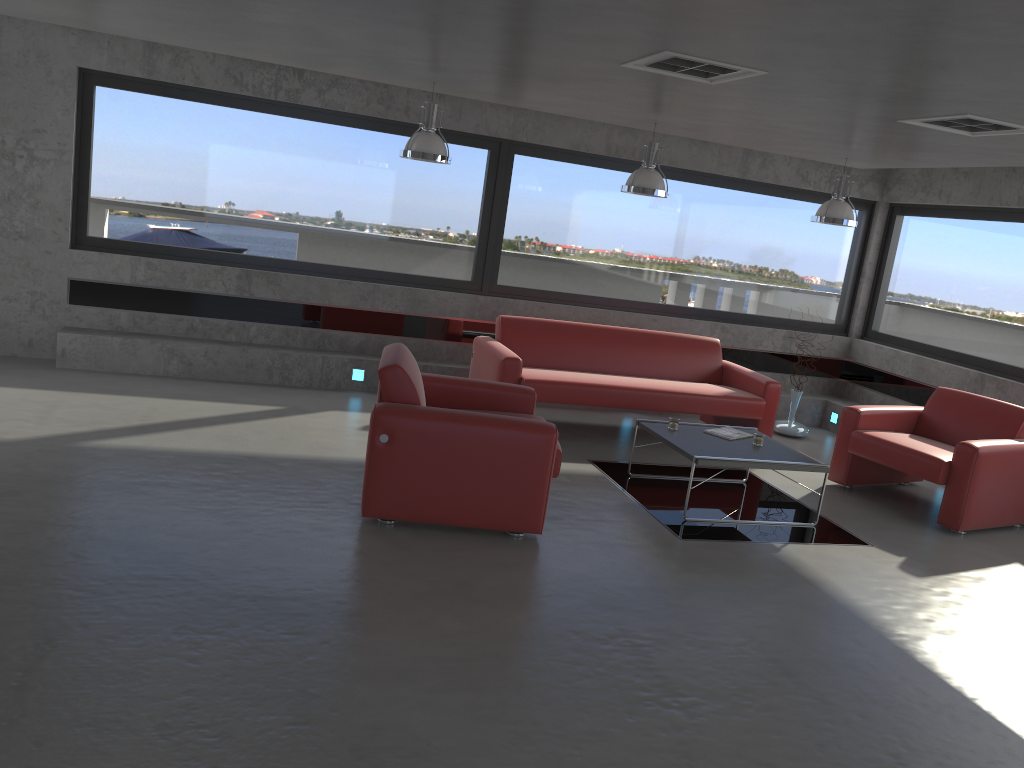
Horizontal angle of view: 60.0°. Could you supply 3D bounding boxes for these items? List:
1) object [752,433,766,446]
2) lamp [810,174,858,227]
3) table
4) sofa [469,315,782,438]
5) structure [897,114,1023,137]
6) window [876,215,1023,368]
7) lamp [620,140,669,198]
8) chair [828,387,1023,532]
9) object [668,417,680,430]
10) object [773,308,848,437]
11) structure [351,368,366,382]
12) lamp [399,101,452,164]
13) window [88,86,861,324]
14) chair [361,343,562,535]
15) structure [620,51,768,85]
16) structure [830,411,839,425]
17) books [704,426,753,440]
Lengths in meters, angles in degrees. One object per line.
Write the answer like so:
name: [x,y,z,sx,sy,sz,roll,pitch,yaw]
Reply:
object: [1.762,0.396,6.330,0.079,0.077,0.079,6,11,-9]
lamp: [2.811,-1.588,7.641,0.389,0.422,0.388,2,12,-27]
table: [1.502,0.614,6.309,1.018,0.436,0.994,5,11,-17]
sofa: [1.009,-0.026,7.942,2.626,0.854,1.120,5,11,-17]
structure: [2.645,-1.593,5.068,0.563,0.240,0.563,5,11,-17]
window: [4.675,-0.723,7.554,0.003,1.364,4.583,5,11,-17]
lamp: [1.095,-1.733,7.119,0.388,0.422,0.389,5,11,-17]
chair: [3.313,0.505,6.894,1.130,0.854,1.196,1,13,-32]
object: [1.177,0.288,6.456,0.079,0.077,0.079,1,13,-33]
object: [2.914,-0.123,8.896,0.466,1.289,0.531,7,11,-4]
structure: [-1.407,-0.082,8.116,0.123,0.123,0.004,5,11,-17]
lamp: [-0.622,-1.878,6.597,0.388,0.422,0.389,5,11,-17]
window: [0.039,-1.601,8.674,7.800,1.364,0.003,5,11,-17]
chair: [-0.288,0.270,5.444,1.130,0.854,1.196,7,11,-7]
structure: [0.939,-1.737,4.549,0.563,0.240,0.563,5,11,-17]
structure: [3.416,0.360,9.400,0.004,0.123,0.123,5,11,-17]
books: [1.599,0.361,6.542,0.228,0.022,0.326,18,15,42]
